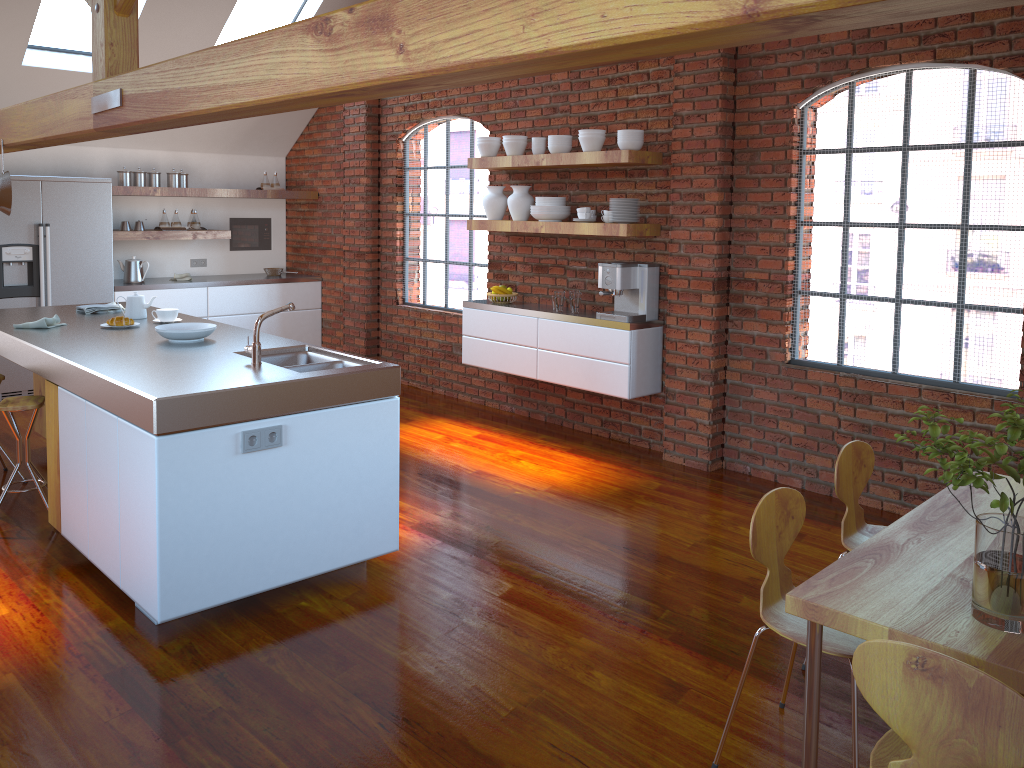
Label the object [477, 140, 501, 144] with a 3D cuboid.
[{"bbox_3d":[-0.171,-1.728,6.443,0.180,0.102,0.184,0,10,-7],"label":"object"}]

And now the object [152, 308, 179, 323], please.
[{"bbox_3d":[-1.930,-0.382,4.921,0.125,0.069,0.117,7,11,31],"label":"object"}]

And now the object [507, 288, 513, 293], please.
[{"bbox_3d":[-0.018,-0.693,6.534,0.047,0.045,0.055,1,8,-1],"label":"object"}]

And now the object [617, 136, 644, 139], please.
[{"bbox_3d":[0.746,-1.523,5.535,0.165,0.060,0.168,0,10,-3],"label":"object"}]

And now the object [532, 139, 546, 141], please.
[{"bbox_3d":[0.188,-1.683,6.178,0.099,0.060,0.100,0,9,-3],"label":"object"}]

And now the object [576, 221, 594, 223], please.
[{"bbox_3d":[0.479,-1.073,5.815,0.154,0.012,0.156,2,11,8],"label":"object"}]

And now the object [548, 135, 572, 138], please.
[{"bbox_3d":[0.328,-1.661,6.002,0.167,0.060,0.167,10,14,41],"label":"object"}]

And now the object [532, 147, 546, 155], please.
[{"bbox_3d":[0.187,-1.629,6.182,0.099,0.060,0.100,0,9,-3],"label":"object"}]

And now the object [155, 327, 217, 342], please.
[{"bbox_3d":[-1.588,-0.243,4.288,0.282,0.054,0.285,5,12,19],"label":"object"}]

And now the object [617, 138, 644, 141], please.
[{"bbox_3d":[0.745,-1.510,5.536,0.165,0.060,0.168,0,10,-3],"label":"object"}]

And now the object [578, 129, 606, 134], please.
[{"bbox_3d":[0.523,-1.603,5.746,0.180,0.102,0.183,4,10,17],"label":"object"}]

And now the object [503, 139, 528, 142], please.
[{"bbox_3d":[0.022,-1.694,6.288,0.180,0.102,0.184,0,10,-7],"label":"object"}]

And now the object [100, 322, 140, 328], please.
[{"bbox_3d":[-2.095,-0.312,4.706,0.195,0.013,0.197,-4,12,-22],"label":"object"}]

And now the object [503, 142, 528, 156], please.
[{"bbox_3d":[0.021,-1.673,6.290,0.180,0.102,0.184,0,10,-7],"label":"object"}]

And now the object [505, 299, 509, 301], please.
[{"bbox_3d":[-0.040,-0.652,6.564,0.070,0.068,0.069,-4,9,-34],"label":"object"}]

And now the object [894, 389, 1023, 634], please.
[{"bbox_3d":[1.073,0.280,1.951,0.426,0.515,0.394,1,7,2],"label":"object"}]

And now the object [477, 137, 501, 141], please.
[{"bbox_3d":[-0.171,-1.750,6.441,0.180,0.102,0.184,0,10,-7],"label":"object"}]

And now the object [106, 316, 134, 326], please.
[{"bbox_3d":[-2.098,-0.338,4.715,0.138,0.051,0.063,-4,10,-24],"label":"object"}]

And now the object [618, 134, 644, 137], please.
[{"bbox_3d":[0.746,-1.536,5.534,0.165,0.060,0.168,0,10,-3],"label":"object"}]

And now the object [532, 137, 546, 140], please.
[{"bbox_3d":[0.188,-1.697,6.177,0.099,0.060,0.100,0,9,-3],"label":"object"}]

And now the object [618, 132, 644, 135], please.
[{"bbox_3d":[0.746,-1.548,5.533,0.165,0.060,0.168,0,10,-3],"label":"object"}]

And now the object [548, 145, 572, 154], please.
[{"bbox_3d":[0.327,-1.593,6.007,0.167,0.060,0.167,10,14,41],"label":"object"}]

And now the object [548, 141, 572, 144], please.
[{"bbox_3d":[0.328,-1.622,6.005,0.167,0.060,0.167,10,14,41],"label":"object"}]

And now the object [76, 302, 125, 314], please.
[{"bbox_3d":[-2.505,-0.462,5.358,0.234,0.049,0.166,-9,15,-42],"label":"object"}]

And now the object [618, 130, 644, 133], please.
[{"bbox_3d":[0.746,-1.561,5.532,0.165,0.060,0.168,0,10,-3],"label":"object"}]

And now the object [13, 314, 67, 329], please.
[{"bbox_3d":[-2.510,-0.336,4.675,0.196,0.061,0.207,3,11,9],"label":"object"}]

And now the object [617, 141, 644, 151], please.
[{"bbox_3d":[0.745,-1.493,5.537,0.165,0.060,0.168,0,10,-3],"label":"object"}]

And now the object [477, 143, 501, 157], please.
[{"bbox_3d":[-0.171,-1.707,6.445,0.180,0.102,0.184,0,10,-7],"label":"object"}]

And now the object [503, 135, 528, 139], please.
[{"bbox_3d":[0.022,-1.717,6.287,0.180,0.102,0.184,0,10,-7],"label":"object"}]

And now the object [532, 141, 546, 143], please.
[{"bbox_3d":[0.188,-1.672,6.179,0.099,0.060,0.100,0,9,-3],"label":"object"}]

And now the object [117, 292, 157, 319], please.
[{"bbox_3d":[-2.160,-0.455,5.067,0.198,0.154,0.119,-6,9,-36],"label":"object"}]

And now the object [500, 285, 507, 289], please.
[{"bbox_3d":[-0.069,-0.704,6.548,0.070,0.061,0.069,-3,9,-26],"label":"object"}]

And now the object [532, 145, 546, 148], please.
[{"bbox_3d":[0.188,-1.645,6.181,0.099,0.060,0.100,0,9,-3],"label":"object"}]

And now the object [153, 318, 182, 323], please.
[{"bbox_3d":[-1.927,-0.352,4.922,0.154,0.012,0.156,-2,12,-14],"label":"object"}]

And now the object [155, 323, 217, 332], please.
[{"bbox_3d":[-1.588,-0.254,4.288,0.282,0.054,0.285,5,12,19],"label":"object"}]

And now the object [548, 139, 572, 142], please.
[{"bbox_3d":[0.328,-1.636,6.004,0.167,0.060,0.167,10,14,41],"label":"object"}]

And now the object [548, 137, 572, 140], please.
[{"bbox_3d":[0.328,-1.647,6.003,0.167,0.060,0.167,10,14,41],"label":"object"}]

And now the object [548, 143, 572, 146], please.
[{"bbox_3d":[0.328,-1.609,6.006,0.167,0.060,0.167,10,14,41],"label":"object"}]

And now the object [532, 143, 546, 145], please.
[{"bbox_3d":[0.188,-1.658,6.180,0.099,0.060,0.100,0,9,-3],"label":"object"}]

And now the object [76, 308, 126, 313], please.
[{"bbox_3d":[-2.519,-0.454,5.392,0.232,0.026,0.167,3,11,12],"label":"object"}]

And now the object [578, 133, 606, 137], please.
[{"bbox_3d":[0.523,-1.580,5.748,0.180,0.102,0.183,4,10,17],"label":"object"}]
